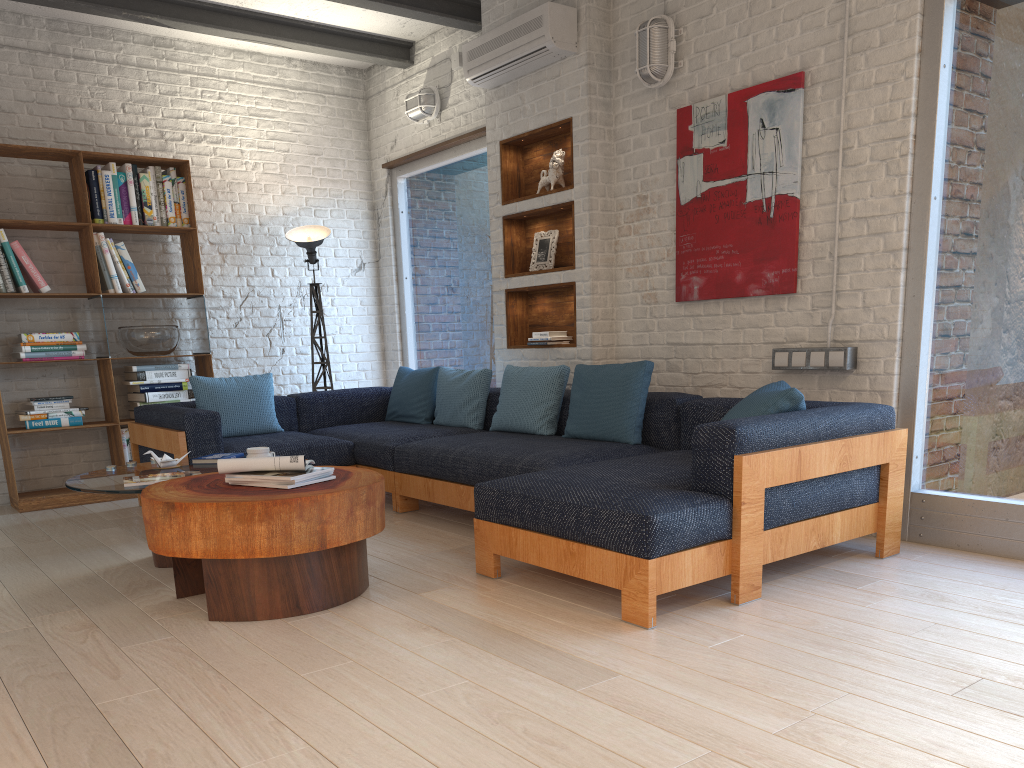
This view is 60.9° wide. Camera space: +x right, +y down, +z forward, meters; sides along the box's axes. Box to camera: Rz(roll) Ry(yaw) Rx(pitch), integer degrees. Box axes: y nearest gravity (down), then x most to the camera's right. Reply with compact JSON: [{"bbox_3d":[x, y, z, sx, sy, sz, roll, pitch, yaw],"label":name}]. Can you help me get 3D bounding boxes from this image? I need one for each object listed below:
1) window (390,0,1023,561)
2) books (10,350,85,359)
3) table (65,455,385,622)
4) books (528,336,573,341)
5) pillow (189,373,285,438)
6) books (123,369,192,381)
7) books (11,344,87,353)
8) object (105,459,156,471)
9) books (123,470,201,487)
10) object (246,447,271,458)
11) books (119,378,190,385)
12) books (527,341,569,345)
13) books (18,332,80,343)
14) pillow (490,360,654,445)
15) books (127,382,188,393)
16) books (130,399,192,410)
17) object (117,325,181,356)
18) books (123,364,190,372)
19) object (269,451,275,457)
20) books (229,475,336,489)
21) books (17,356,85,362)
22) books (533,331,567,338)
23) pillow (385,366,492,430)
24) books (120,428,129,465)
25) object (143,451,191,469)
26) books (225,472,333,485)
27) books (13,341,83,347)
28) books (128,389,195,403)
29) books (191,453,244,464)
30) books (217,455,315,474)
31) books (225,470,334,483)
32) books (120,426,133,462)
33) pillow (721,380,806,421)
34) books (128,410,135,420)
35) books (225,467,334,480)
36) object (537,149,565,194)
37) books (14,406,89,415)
[{"bbox_3d":[2.953,-2.488,1.953,0.636,6.595,12.168,-12,10,-37],"label":"window"},{"bbox_3d":[-2.985,-0.190,5.609,0.374,0.037,0.241,-5,4,-41],"label":"books"},{"bbox_3d":[-1.278,0.603,3.788,1.065,0.459,1.801,-5,4,-32],"label":"table"},{"bbox_3d":[0.238,-0.281,5.415,0.169,0.019,0.233,-4,4,-35],"label":"books"},{"bbox_3d":[-1.746,0.138,5.543,0.548,0.421,0.220,-7,12,-37],"label":"pillow"},{"bbox_3d":[-2.456,-0.063,6.049,0.374,0.066,0.241,-5,5,-42],"label":"books"},{"bbox_3d":[-2.974,-0.227,5.601,0.374,0.037,0.242,-5,4,-43],"label":"books"},{"bbox_3d":[-1.863,0.392,4.279,0.068,0.028,0.295,0,4,31],"label":"object"},{"bbox_3d":[-1.524,0.411,3.809,0.316,0.011,0.248,-3,3,-24],"label":"books"},{"bbox_3d":[-1.137,0.342,3.918,0.107,0.111,0.105,-5,9,-21],"label":"object"},{"bbox_3d":[-2.450,-0.019,6.040,0.439,0.021,0.268,-4,4,-37],"label":"books"},{"bbox_3d":[0.226,-0.254,5.427,0.161,0.017,0.247,-4,3,-27],"label":"books"},{"bbox_3d":[-2.982,-0.296,5.603,0.323,0.057,0.251,-4,4,-34],"label":"books"},{"bbox_3d":[0.295,0.086,4.758,0.250,0.429,1.196,-10,8,-38],"label":"pillow"},{"bbox_3d":[-2.454,0.021,6.029,0.321,0.057,0.252,-5,4,-42],"label":"books"},{"bbox_3d":[-2.454,0.141,6.088,0.358,0.057,0.278,-4,4,-34],"label":"books"},{"bbox_3d":[-2.486,-0.293,5.992,0.403,0.207,0.390,-2,5,5],"label":"object"},{"bbox_3d":[-2.459,-0.114,6.031,0.375,0.037,0.241,-4,4,-37],"label":"books"},{"bbox_3d":[-1.143,0.357,4.146,0.152,0.059,0.268,-6,5,-44],"label":"object"},{"bbox_3d":[-0.887,0.371,3.369,0.317,0.011,0.247,0,3,32],"label":"books"},{"bbox_3d":[-2.981,-0.162,5.626,0.351,0.021,0.268,-4,4,-37],"label":"books"},{"bbox_3d":[0.234,-0.308,5.416,0.131,0.035,0.202,-4,4,-27],"label":"books"},{"bbox_3d":[-0.510,0.086,5.826,0.239,0.410,1.092,-10,8,-38],"label":"pillow"},{"bbox_3d":[-2.679,0.492,5.976,0.036,0.395,0.240,-12,14,-37],"label":"books"},{"bbox_3d":[-1.660,0.355,4.207,0.186,0.094,0.189,-3,5,-12],"label":"object"},{"bbox_3d":[-0.899,0.360,3.377,0.318,0.011,0.246,-1,3,22],"label":"books"},{"bbox_3d":[-2.989,-0.257,5.609,0.351,0.021,0.269,-5,4,-38],"label":"books"},{"bbox_3d":[-2.437,0.081,6.068,0.242,0.066,0.372,1,4,40],"label":"books"},{"bbox_3d":[-1.479,0.374,4.392,0.162,0.023,0.225,-2,3,11],"label":"books"},{"bbox_3d":[-0.947,0.325,3.399,0.322,0.112,0.266,-2,4,-4],"label":"books"},{"bbox_3d":[-0.893,0.350,3.357,0.318,0.011,0.246,-1,3,22],"label":"books"},{"bbox_3d":[-2.660,0.489,6.010,0.036,0.395,0.240,-12,14,-37],"label":"books"},{"bbox_3d":[1.026,0.167,3.661,0.377,0.337,0.549,0,6,13],"label":"pillow"},{"bbox_3d":[-2.439,0.202,6.087,0.374,0.066,0.241,-5,5,-42],"label":"books"},{"bbox_3d":[-0.889,0.339,3.347,0.317,0.011,0.247,-1,3,27],"label":"books"},{"bbox_3d":[0.238,-1.259,5.195,0.111,0.250,0.212,-8,11,-29],"label":"object"},{"bbox_3d":[-2.996,0.172,5.675,0.373,0.019,0.242,-5,4,-44],"label":"books"}]
